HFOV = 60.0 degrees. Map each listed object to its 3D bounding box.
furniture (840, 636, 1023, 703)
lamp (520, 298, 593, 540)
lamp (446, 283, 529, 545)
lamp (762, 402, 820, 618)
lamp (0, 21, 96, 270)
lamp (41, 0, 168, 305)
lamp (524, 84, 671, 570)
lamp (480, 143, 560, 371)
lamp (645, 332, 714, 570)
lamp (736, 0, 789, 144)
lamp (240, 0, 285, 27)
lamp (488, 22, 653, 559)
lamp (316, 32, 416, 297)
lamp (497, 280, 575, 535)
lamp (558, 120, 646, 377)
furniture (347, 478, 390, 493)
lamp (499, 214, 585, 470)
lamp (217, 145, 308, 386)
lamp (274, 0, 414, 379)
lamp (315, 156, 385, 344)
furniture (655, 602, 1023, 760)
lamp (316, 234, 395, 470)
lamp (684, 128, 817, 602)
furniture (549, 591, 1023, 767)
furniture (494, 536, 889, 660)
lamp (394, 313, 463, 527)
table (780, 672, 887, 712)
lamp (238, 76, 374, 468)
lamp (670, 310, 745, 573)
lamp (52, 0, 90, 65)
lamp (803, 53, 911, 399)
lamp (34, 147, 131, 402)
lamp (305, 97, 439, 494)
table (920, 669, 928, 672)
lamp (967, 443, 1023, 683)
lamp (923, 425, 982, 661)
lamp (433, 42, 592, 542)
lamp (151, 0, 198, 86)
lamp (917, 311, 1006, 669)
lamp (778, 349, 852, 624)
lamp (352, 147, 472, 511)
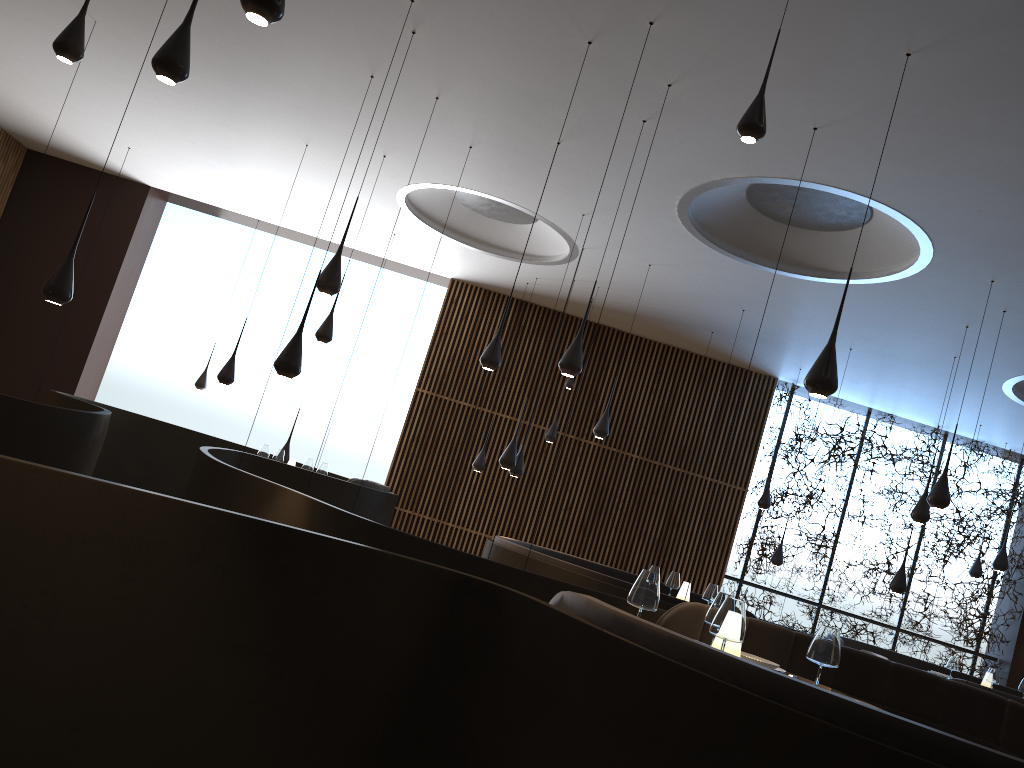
[{"bbox_3d":[5.740,4.187,10.817,3.803,1.044,3.883,20,-9,-23],"label":"furniture"},{"bbox_3d":[0.288,1.701,12.830,0.195,6.258,0.196,16,-7,8],"label":"lamp"},{"bbox_3d":[-0.680,1.441,13.082,0.195,6.258,0.196,16,-7,8],"label":"lamp"},{"bbox_3d":[4.041,2.989,13.722,0.195,6.258,0.197,14,-7,25],"label":"lamp"},{"bbox_3d":[-4.924,-0.874,8.390,0.195,6.258,0.197,15,-7,15],"label":"lamp"},{"bbox_3d":[-2.653,-1.948,6.135,0.195,2.952,0.197,12,-8,35],"label":"lamp"},{"bbox_3d":[0.266,0.724,6.302,0.195,6.258,0.197,14,-7,25],"label":"lamp"},{"bbox_3d":[0.108,-1.185,8.119,0.196,2.217,0.196,17,-7,5],"label":"lamp"},{"bbox_3d":[2.027,2.211,12.655,0.196,6.258,0.196,20,-7,-25],"label":"lamp"},{"bbox_3d":[1.280,-1.808,4.063,0.133,1.504,0.133,18,-7,-5],"label":"lamp"},{"bbox_3d":[-0.543,-1.805,2.742,0.133,1.504,0.133,19,-7,-15],"label":"lamp"},{"bbox_3d":[0.020,0.544,5.601,0.196,6.258,0.196,19,-7,-15],"label":"lamp"},{"bbox_3d":[-1.106,-1.738,6.914,0.195,2.217,0.197,12,-8,35],"label":"lamp"},{"bbox_3d":[-0.031,1.506,12.176,0.195,6.258,0.197,14,-8,28],"label":"lamp"},{"bbox_3d":[0.770,-1.121,7.207,0.196,2.217,0.196,18,-7,-5],"label":"lamp"},{"bbox_3d":[-2.117,1.669,11.100,0.931,1.057,2.538,18,-8,-4],"label":"furniture"},{"bbox_3d":[0.364,-0.486,9.721,0.197,2.952,0.195,22,-8,-34],"label":"lamp"},{"bbox_3d":[-2.836,-1.396,10.221,0.195,2.952,0.197,12,-8,35],"label":"lamp"},{"bbox_3d":[-1.173,-1.449,6.423,0.196,2.952,0.196,17,-7,5],"label":"lamp"},{"bbox_3d":[-1.758,-1.504,9.835,0.195,2.217,0.197,12,-8,35],"label":"lamp"},{"bbox_3d":[1.972,2.139,5.335,2.529,1.057,0.934,16,-7,6],"label":"furniture"},{"bbox_3d":[-2.642,0.774,12.661,0.196,6.258,0.196,20,-7,-25],"label":"lamp"},{"bbox_3d":[1.356,1.057,6.282,0.195,6.258,0.197,12,-8,35],"label":"lamp"},{"bbox_3d":[1.964,1.820,2.952,3.935,1.044,1.986,18,-8,-3],"label":"furniture"},{"bbox_3d":[1.486,2.591,8.714,3.803,1.115,3.879,21,-9,-24],"label":"furniture"},{"bbox_3d":[-1.678,1.870,13.321,0.196,6.258,0.196,20,-7,-25],"label":"lamp"},{"bbox_3d":[0.789,1.730,3.894,1.668,1.021,1.682,12,-9,35],"label":"table"},{"bbox_3d":[-2.189,0.176,7.699,0.195,6.258,0.197,12,-8,35],"label":"lamp"},{"bbox_3d":[2.099,2.012,11.174,0.195,6.258,0.197,10,-9,45],"label":"lamp"},{"bbox_3d":[-1.802,-2.172,4.091,0.132,1.494,0.132,17,-7,5],"label":"lamp"},{"bbox_3d":[2.123,-0.981,5.345,0.195,2.217,0.197,10,-9,45],"label":"lamp"},{"bbox_3d":[-5.249,0.297,9.671,0.195,6.258,0.197,15,-7,15],"label":"lamp"},{"bbox_3d":[-1.600,0.362,7.729,0.196,6.258,0.196,17,-7,5],"label":"lamp"},{"bbox_3d":[5.782,4.331,11.049,1.681,1.021,1.669,23,-10,-39],"label":"table"},{"bbox_3d":[4.816,2.545,9.133,0.195,6.258,0.197,12,-8,35],"label":"lamp"},{"bbox_3d":[6.271,3.603,13.236,0.195,6.258,0.197,14,-7,25],"label":"lamp"},{"bbox_3d":[-0.354,0.497,6.062,0.196,6.258,0.196,19,-7,-15],"label":"lamp"},{"bbox_3d":[-1.186,-2.085,3.787,0.153,1.732,0.153,22,-8,-34],"label":"lamp"},{"bbox_3d":[4.065,2.236,8.607,0.195,6.258,0.197,12,-8,35],"label":"lamp"},{"bbox_3d":[3.586,2.507,11.421,0.195,6.258,0.197,10,-9,45],"label":"lamp"},{"bbox_3d":[-1.336,0.574,8.610,0.196,6.258,0.196,17,-7,5],"label":"lamp"}]
